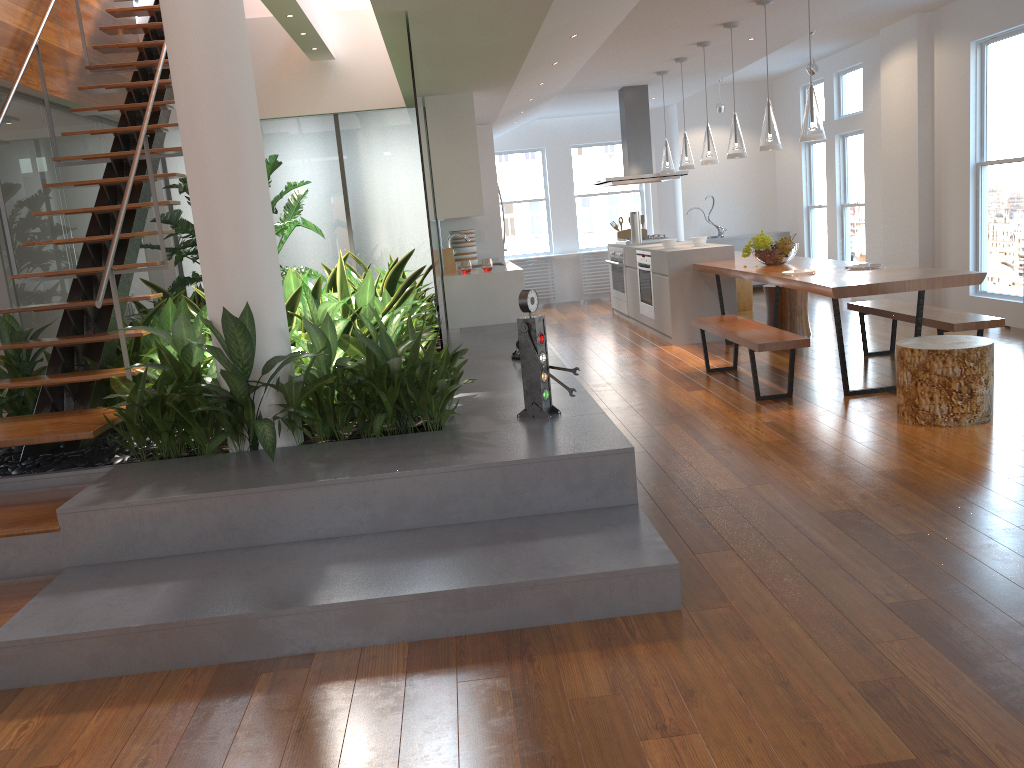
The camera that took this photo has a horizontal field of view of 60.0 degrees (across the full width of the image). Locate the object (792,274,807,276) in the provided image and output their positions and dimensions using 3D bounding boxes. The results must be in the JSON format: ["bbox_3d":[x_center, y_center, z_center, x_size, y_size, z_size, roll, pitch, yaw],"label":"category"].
[{"bbox_3d":[1.907,-0.714,5.796,0.164,0.006,0.017,-5,11,2],"label":"object"}]

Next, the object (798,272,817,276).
[{"bbox_3d":[1.907,-0.712,5.763,0.149,0.014,0.044,-6,11,-4],"label":"object"}]

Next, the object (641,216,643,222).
[{"bbox_3d":[1.517,-1.849,10.500,0.068,0.298,0.039,-6,11,-3],"label":"object"}]

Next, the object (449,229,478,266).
[{"bbox_3d":[-0.503,-1.411,9.189,0.267,0.356,0.266,-1,11,22],"label":"object"}]

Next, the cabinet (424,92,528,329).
[{"bbox_3d":[-0.434,-1.640,9.612,0.676,2.280,4.565,-6,11,-3],"label":"cabinet"}]

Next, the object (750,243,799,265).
[{"bbox_3d":[2.030,-0.995,6.851,0.360,0.159,0.360,-14,14,-39],"label":"object"}]

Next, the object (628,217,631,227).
[{"bbox_3d":[1.418,-1.843,10.511,0.061,0.299,0.040,-6,11,-6],"label":"object"}]

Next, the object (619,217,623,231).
[{"bbox_3d":[1.299,-1.831,10.505,0.055,0.299,0.027,-6,11,-3],"label":"object"}]

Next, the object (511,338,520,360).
[{"bbox_3d":[0.065,-0.240,5.580,0.216,0.155,0.181,-14,13,-38],"label":"object"}]

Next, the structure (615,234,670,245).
[{"bbox_3d":[1.475,-1.643,10.087,0.520,0.073,0.650,-6,11,-3],"label":"structure"}]

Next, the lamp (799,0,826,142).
[{"bbox_3d":[1.797,-2.010,5.343,0.160,1.060,0.160,-1,12,23],"label":"lamp"}]

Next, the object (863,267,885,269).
[{"bbox_3d":[2.354,-0.759,5.768,0.158,0.017,0.019,-7,11,-8],"label":"object"}]

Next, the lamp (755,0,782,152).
[{"bbox_3d":[1.744,-2.138,6.052,0.160,1.060,0.160,-1,12,23],"label":"lamp"}]

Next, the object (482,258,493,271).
[{"bbox_3d":[-0.213,-1.025,7.633,0.094,0.106,0.094,-5,11,2],"label":"object"}]

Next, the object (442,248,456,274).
[{"bbox_3d":[-0.562,-1.101,7.917,0.104,0.222,0.200,-6,11,-3],"label":"object"}]

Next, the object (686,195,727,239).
[{"bbox_3d":[2.607,-2.217,11.788,0.590,0.563,0.210,-12,12,-31],"label":"object"}]

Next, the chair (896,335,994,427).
[{"bbox_3d":[2.277,-0.024,4.673,0.460,0.400,0.460,-4,11,7],"label":"chair"}]

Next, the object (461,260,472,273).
[{"bbox_3d":[-0.397,-1.014,7.669,0.094,0.106,0.094,-5,11,2],"label":"object"}]

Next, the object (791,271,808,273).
[{"bbox_3d":[1.911,-0.736,5.895,0.124,0.011,0.124,-2,11,18],"label":"object"}]

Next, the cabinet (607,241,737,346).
[{"bbox_3d":[1.581,-1.039,9.267,0.597,0.832,2.936,-6,11,-3],"label":"cabinet"}]

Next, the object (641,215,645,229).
[{"bbox_3d":[1.552,-1.856,10.520,0.057,0.294,0.030,-6,11,-3],"label":"object"}]

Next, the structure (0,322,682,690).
[{"bbox_3d":[-1.224,0.192,5.383,3.088,0.386,5.584,-6,11,-3],"label":"structure"}]

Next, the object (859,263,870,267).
[{"bbox_3d":[2.333,-0.781,5.870,0.079,0.030,0.070,3,14,39],"label":"object"}]

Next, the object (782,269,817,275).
[{"bbox_3d":[1.911,-0.741,5.895,0.222,0.020,0.222,3,13,37],"label":"object"}]

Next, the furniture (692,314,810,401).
[{"bbox_3d":[1.566,-0.188,5.955,0.316,0.389,1.433,-6,11,-3],"label":"furniture"}]

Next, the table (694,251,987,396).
[{"bbox_3d":[2.021,-0.763,7.927,0.893,0.704,5.996,-6,11,-3],"label":"table"}]

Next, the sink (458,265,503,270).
[{"bbox_3d":[-0.297,-1.036,8.678,0.449,0.192,0.666,-6,11,-3],"label":"sink"}]

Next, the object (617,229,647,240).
[{"bbox_3d":[1.425,-1.764,10.516,0.353,0.157,0.084,-6,11,-3],"label":"object"}]

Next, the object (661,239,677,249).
[{"bbox_3d":[1.460,-1.301,8.238,0.152,0.082,0.152,2,13,35],"label":"object"}]

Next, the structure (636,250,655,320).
[{"bbox_3d":[1.326,-0.987,8.745,0.072,0.648,0.644,-6,11,-3],"label":"structure"}]

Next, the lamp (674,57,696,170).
[{"bbox_3d":[1.586,-2.522,8.181,0.160,1.060,0.160,-1,12,23],"label":"lamp"}]

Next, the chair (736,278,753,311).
[{"bbox_3d":[2.480,-1.061,10.033,0.344,0.430,0.549,-5,11,1],"label":"chair"}]

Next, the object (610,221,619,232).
[{"bbox_3d":[1.265,-1.810,10.504,0.199,0.259,0.016,-4,11,7],"label":"object"}]

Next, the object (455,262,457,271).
[{"bbox_3d":[-0.564,-1.121,8.166,0.100,0.170,0.173,-6,11,-2],"label":"object"}]

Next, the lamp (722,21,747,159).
[{"bbox_3d":[1.691,-2.266,6.762,0.160,1.060,0.160,-1,12,23],"label":"lamp"}]

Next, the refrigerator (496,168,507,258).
[{"bbox_3d":[-0.414,-1.566,10.383,0.725,1.772,0.908,-6,11,-3],"label":"refrigerator"}]

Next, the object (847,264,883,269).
[{"bbox_3d":[2.333,-0.775,5.871,0.222,0.020,0.222,-7,11,-11],"label":"object"}]

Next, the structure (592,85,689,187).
[{"bbox_3d":[1.359,-2.941,9.817,0.909,1.405,0.900,-6,11,-3],"label":"structure"}]

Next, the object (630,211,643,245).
[{"bbox_3d":[1.354,-1.686,9.604,0.120,0.356,0.172,5,15,44],"label":"object"}]

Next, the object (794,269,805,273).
[{"bbox_3d":[1.910,-0.746,5.894,0.070,0.030,0.079,-14,14,-39],"label":"object"}]

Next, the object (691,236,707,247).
[{"bbox_3d":[1.717,-1.304,8.130,0.152,0.082,0.152,-15,14,-42],"label":"object"}]

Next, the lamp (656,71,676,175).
[{"bbox_3d":[1.533,-2.650,8.891,0.160,1.060,0.160,-1,12,23],"label":"lamp"}]

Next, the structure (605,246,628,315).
[{"bbox_3d":[1.473,-1.220,10.152,0.649,0.735,0.890,-6,11,-3],"label":"structure"}]

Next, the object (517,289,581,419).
[{"bbox_3d":[0.155,-0.132,3.857,0.318,0.565,0.134,1,13,32],"label":"object"}]

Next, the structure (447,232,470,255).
[{"bbox_3d":[-0.510,-1.214,8.659,0.248,0.536,0.115,-6,11,-3],"label":"structure"}]

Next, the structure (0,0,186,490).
[{"bbox_3d":[-1.672,-1.945,5.639,2.552,4.265,4.591,-6,11,-3],"label":"structure"}]

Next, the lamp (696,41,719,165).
[{"bbox_3d":[1.639,-2.394,7.472,0.160,1.060,0.160,-1,12,23],"label":"lamp"}]

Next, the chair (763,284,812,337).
[{"bbox_3d":[2.435,-0.654,7.847,0.396,0.455,0.402,-8,11,-13],"label":"chair"}]

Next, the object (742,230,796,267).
[{"bbox_3d":[1.998,-1.057,6.852,0.394,0.284,0.292,-14,14,-38],"label":"object"}]

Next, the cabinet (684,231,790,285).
[{"bbox_3d":[3.044,-1.633,11.970,1.309,0.725,0.420,-6,11,-3],"label":"cabinet"}]

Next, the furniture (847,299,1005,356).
[{"bbox_3d":[2.750,-0.311,6.020,0.316,0.389,1.433,-6,11,-3],"label":"furniture"}]
